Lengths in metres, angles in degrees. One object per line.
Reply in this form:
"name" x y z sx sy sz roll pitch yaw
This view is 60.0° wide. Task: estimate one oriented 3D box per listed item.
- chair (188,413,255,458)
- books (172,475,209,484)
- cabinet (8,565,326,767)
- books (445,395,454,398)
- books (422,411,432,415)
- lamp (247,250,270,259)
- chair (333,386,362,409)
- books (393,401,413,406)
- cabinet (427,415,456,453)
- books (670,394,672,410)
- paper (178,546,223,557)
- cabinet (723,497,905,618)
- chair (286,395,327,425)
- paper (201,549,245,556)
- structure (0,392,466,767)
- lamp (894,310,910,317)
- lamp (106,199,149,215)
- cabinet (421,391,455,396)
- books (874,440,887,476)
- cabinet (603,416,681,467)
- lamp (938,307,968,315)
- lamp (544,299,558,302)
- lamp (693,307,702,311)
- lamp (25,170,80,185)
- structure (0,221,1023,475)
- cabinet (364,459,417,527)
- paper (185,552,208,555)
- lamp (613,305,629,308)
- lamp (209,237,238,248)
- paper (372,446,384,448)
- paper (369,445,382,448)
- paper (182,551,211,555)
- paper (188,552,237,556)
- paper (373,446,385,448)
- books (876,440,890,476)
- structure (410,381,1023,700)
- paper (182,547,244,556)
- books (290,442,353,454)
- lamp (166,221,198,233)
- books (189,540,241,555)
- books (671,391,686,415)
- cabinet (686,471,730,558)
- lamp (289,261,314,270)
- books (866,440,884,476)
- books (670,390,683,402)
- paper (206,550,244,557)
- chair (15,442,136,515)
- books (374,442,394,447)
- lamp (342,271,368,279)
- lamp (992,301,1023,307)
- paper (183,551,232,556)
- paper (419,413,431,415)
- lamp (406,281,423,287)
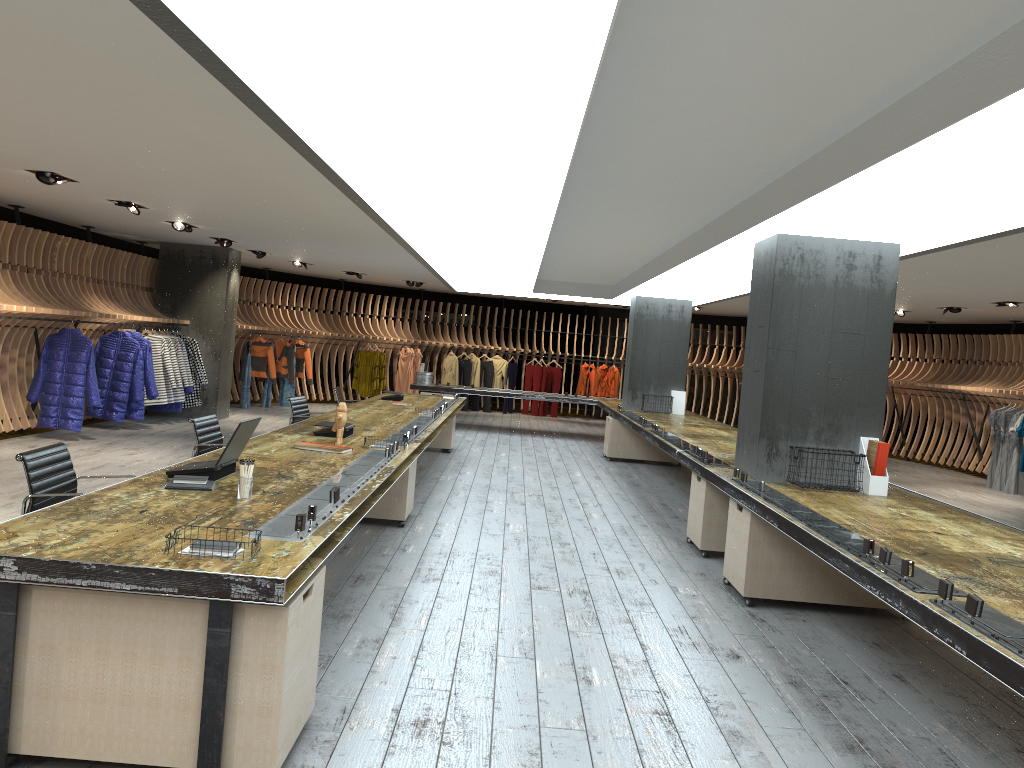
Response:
"chair" -2.066 0.682 6.601 0.667 0.859 0.694 5 2 -9
"books" -1.581 0.465 4.326 0.186 0.027 0.112 4 2 -15
"cabinet" -1.327 0.994 3.240 1.131 0.630 0.594 5 2 0
"books" -0.904 0.182 13.067 0.155 0.025 0.110 5 2 -5
"books" -0.910 0.317 9.689 0.155 0.025 0.110 5 2 -5
"lamp" -4.157 -2.207 14.569 0.269 0.292 0.493 5 2 7
"chair" -2.024 0.492 11.456 0.667 0.859 0.694 4 2 -14
"books" -1.337 0.240 10.868 0.213 0.026 0.366 5 2 0
"cabinet" -1.403 0.607 12.783 1.131 0.630 0.594 5 2 0
"books" 2.585 0.294 13.823 0.215 0.367 0.075 5 1 0
"paper" -1.057 0.583 3.098 0.176 0.003 0.130 5 2 -1
"cabinet" 2.094 1.172 6.053 1.131 0.630 0.594 5 2 0
"chair" -2.023 0.580 9.246 0.667 0.859 0.694 5 2 -4
"paper" -1.044 0.581 3.102 0.176 0.004 0.130 5 2 7
"structure" -1.308 0.695 8.069 1.162 0.844 10.456 5 2 0
"lamp" 6.772 -1.323 15.633 0.269 0.287 0.493 4 2 -20
"lamp" -4.235 -2.022 9.789 0.269 0.294 0.493 5 2 0
"cabinet" -1.386 0.460 16.484 0.593 0.630 1.132 5 2 0
"books" 2.579 0.589 6.300 0.048 0.368 0.215 5 2 0
"cabinet" 2.001 0.869 13.460 1.131 0.630 0.594 5 2 0
"lamp" 6.974 -1.241 14.054 0.269 0.291 0.493 5 2 -4
"lamp" 0.861 -1.992 19.899 0.492 0.296 0.269 5 2 -7
"lamp" 3.918 -1.709 19.289 0.493 0.292 0.269 6 2 33
"lamp" -4.241 -1.960 8.195 0.269 0.292 0.493 5 2 0
"structure" 1.231 0.215 3.761 14.882 2.439 36.572 5 2 0
"cabinet" -1.421 0.813 7.577 1.131 0.630 0.594 5 2 0
"paper" -1.044 0.582 3.102 0.176 0.004 0.130 5 2 2
"lamp" 2.436 -1.854 19.844 0.493 0.298 0.269 5 2 9
"lamp" -4.222 -2.149 12.978 0.269 0.292 0.493 5 2 0
"paper" -0.932 0.457 6.475 0.176 0.004 0.130 5 2 2
"paper" -0.946 0.458 6.470 0.176 0.003 0.130 5 2 -1
"paper" -1.044 0.581 3.102 0.176 0.004 0.130 5 2 5
"paper" -1.044 0.582 3.102 0.176 0.004 0.130 5 2 4
"paper" -0.932 0.457 6.475 0.176 0.004 0.130 5 2 4
"books" 2.601 0.591 6.300 0.048 0.368 0.215 5 2 0
"structure" 0.521 0.859 7.851 4.836 0.844 18.484 5 2 0
"paper" -1.044 0.580 3.102 0.176 0.004 0.130 5 2 6
"books" -1.297 0.435 6.053 0.366 0.026 0.213 5 2 10
"lamp" -4.228 -2.089 11.384 0.269 0.286 0.493 5 2 0
"books" -1.037 0.569 3.098 0.155 0.025 0.110 5 2 -5
"books" 2.585 0.295 13.795 0.215 0.368 0.073 5 1 0
"cabinet" 2.099 1.119 7.406 1.131 0.630 0.594 5 2 0
"lamp" -3.833 -2.239 16.122 0.269 0.296 0.492 5 2 20
"books" 2.557 0.587 6.300 0.048 0.368 0.215 5 2 0
"books" 2.586 0.292 13.865 0.215 0.368 0.047 5 1 0
"paper" -1.044 0.583 3.102 0.176 0.004 0.130 5 2 9
"chair" -2.098 0.766 4.435 0.667 0.859 0.694 4 2 -14
"books" -0.925 0.444 6.471 0.155 0.025 0.110 5 2 -5
"lamp" -3.110 -2.236 17.533 0.269 0.293 0.492 6 2 32
"lamp" 6.971 -1.177 12.460 0.269 0.294 0.493 5 2 0
"paper" -1.044 0.581 3.102 0.176 0.004 0.130 5 2 5
"paper" -0.917 0.328 9.693 0.176 0.004 0.130 5 2 6
"lamp" -2.042 -2.190 18.708 0.492 0.297 0.269 3 2 -40
